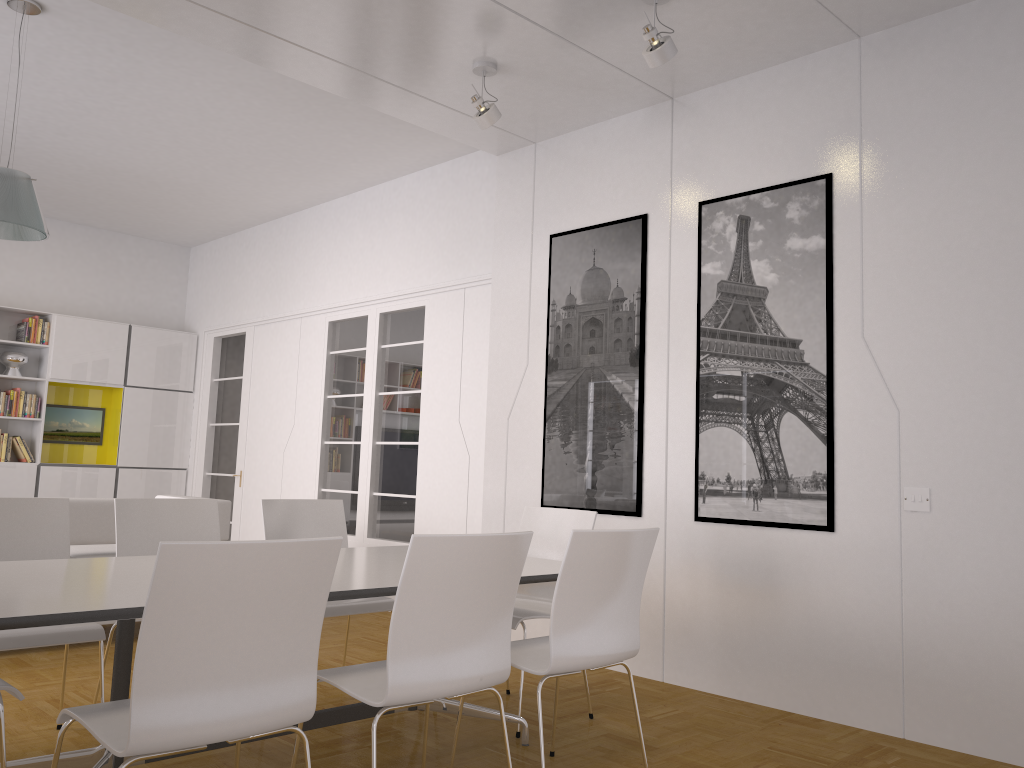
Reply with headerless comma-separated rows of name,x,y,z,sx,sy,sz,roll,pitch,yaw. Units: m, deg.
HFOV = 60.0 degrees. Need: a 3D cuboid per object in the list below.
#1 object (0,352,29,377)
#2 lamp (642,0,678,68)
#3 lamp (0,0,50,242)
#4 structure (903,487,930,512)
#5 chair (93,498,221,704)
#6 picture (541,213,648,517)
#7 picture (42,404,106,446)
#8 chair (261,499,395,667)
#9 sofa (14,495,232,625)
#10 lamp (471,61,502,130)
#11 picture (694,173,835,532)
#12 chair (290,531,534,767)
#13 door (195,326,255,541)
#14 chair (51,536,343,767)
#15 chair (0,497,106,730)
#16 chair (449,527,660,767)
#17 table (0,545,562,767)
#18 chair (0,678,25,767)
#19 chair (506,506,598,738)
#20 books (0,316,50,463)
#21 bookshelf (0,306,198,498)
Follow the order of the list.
object,-4.809,-0.183,8.550,0.256,0.240,0.256,7,-8,-37
lamp,0.675,-1.626,4.076,0.173,0.365,0.167,2,-7,-2
lamp,-2.641,-1.421,4.689,0.464,1.253,0.464,-4,-9,44
structure,1.821,0.519,3.990,0.013,0.105,0.114,9,-9,-44
chair,-1.407,0.972,3.789,0.560,0.933,0.575,9,-9,-44
picture,0.490,-0.110,5.429,0.013,1.784,0.786,9,-9,-44
picture,-4.470,0.418,9.028,0.608,0.389,0.007,8,-9,-44
chair,-0.910,1.039,4.278,0.560,0.933,0.575,9,-9,-44
sofa,-3.065,1.072,5.150,2.618,0.851,0.821,8,-8,-44
lamp,-0.140,-1.576,4.895,0.173,0.365,0.167,2,-7,-2
picture,1.294,-0.159,4.621,0.016,1.784,0.786,9,-9,-44
chair,-0.290,0.908,2.707,0.560,0.933,0.575,9,-9,-44
door,-2.956,0.664,9.071,0.139,2.460,1.008,9,-9,-44
chair,-0.787,0.840,2.218,0.560,0.933,0.575,9,-9,-44
chair,-1.875,0.909,3.329,0.560,0.933,0.575,9,-9,-44
chair,0.178,0.971,3.167,0.560,0.933,0.575,9,-9,-44
table,-0.840,1.041,3.247,2.407,0.724,1.210,8,-8,-44
chair,-1.714,0.825,2.419,0.574,0.933,0.560,9,-9,-44
chair,0.048,1.056,4.154,0.574,0.933,0.560,9,-9,-44
books,-5.998,-0.137,7.360,3.856,1.459,0.235,8,-9,-44
bookshelf,-5.514,0.433,7.843,5.356,2.486,0.389,8,-9,-44
